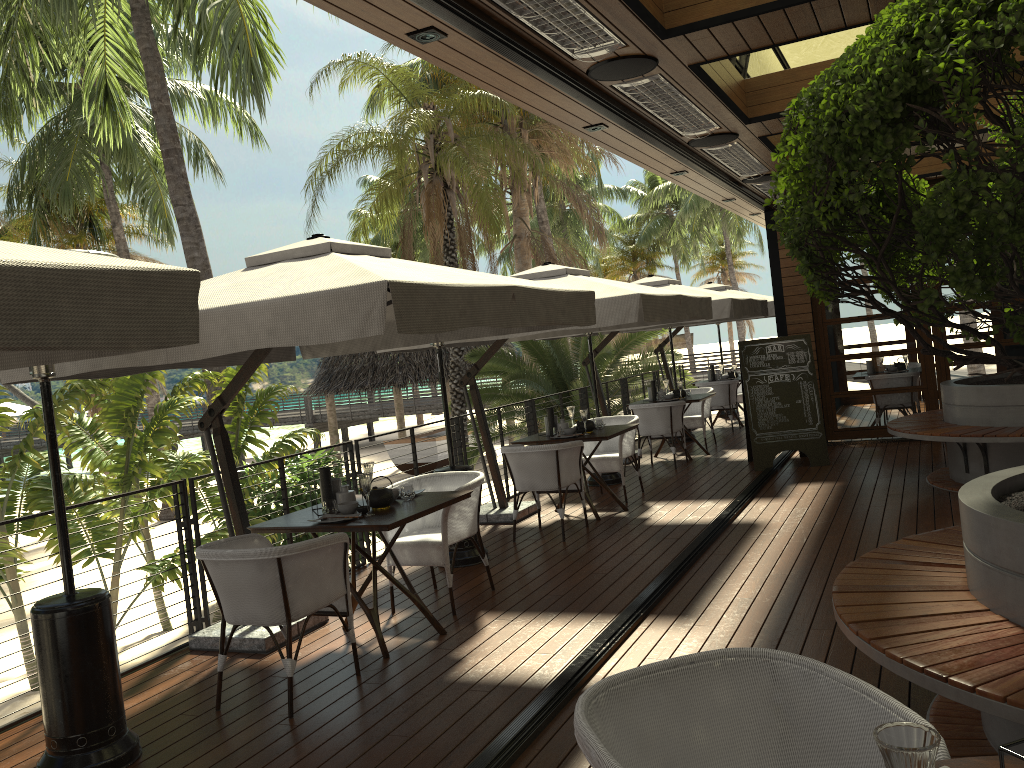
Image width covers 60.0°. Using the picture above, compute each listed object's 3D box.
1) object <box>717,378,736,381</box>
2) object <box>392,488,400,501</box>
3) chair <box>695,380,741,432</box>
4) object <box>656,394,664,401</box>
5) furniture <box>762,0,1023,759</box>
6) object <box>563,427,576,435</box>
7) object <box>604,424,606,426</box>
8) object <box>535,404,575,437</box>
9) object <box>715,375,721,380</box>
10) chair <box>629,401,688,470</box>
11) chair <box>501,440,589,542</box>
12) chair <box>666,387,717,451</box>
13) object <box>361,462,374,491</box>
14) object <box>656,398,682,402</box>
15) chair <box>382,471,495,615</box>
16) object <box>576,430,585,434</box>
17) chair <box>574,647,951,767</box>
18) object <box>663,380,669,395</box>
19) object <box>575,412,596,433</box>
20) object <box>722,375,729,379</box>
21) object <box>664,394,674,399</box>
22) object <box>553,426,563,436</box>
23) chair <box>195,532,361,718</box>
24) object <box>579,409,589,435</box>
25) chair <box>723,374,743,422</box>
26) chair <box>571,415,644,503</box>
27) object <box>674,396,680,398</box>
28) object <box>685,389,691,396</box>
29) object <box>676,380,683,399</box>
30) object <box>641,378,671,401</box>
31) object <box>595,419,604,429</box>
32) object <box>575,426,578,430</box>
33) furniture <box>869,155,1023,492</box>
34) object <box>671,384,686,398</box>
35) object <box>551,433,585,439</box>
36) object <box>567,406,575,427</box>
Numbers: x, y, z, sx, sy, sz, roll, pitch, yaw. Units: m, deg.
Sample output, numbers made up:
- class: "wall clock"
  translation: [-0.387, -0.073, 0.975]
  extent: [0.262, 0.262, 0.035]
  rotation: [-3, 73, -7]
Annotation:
- class: "object"
  translation: [3.368, -0.070, 13.918]
  extent: [0.294, 0.025, 0.170]
  rotation: [-5, 2, 25]
- class: "object"
  translation: [-0.717, 0.658, 5.223]
  extent: [0.116, 0.065, 0.116]
  rotation: [-6, 2, 24]
- class: "chair"
  translation: [3.165, 0.336, 13.553]
  extent: [0.627, 0.788, 0.617]
  rotation: [-6, 1, 26]
- class: "object"
  translation: [1.840, 0.167, 11.023]
  extent: [0.086, 0.086, 0.086]
  rotation: [-6, 2, 30]
- class: "furniture"
  translation: [2.238, -0.150, 2.767]
  extent: [2.614, 2.722, 2.697]
  rotation: [-6, 1, 16]
- class: "object"
  translation: [0.521, 0.429, 7.938]
  extent: [0.116, 0.065, 0.116]
  rotation: [-6, 2, 24]
- class: "object"
  translation: [0.732, 0.409, 8.434]
  extent: [0.294, 0.025, 0.170]
  rotation: [-5, 2, 25]
- class: "object"
  translation: [0.398, 0.334, 8.186]
  extent: [0.263, 0.264, 0.263]
  rotation: [-7, 1, -20]
- class: "object"
  translation: [3.281, -0.097, 14.108]
  extent: [0.086, 0.086, 0.086]
  rotation: [-6, 2, 30]
- class: "chair"
  translation: [1.748, 0.596, 10.518]
  extent: [0.627, 0.788, 0.617]
  rotation: [-6, 1, 26]
- class: "chair"
  translation: [0.274, 0.866, 7.363]
  extent: [0.627, 0.788, 0.617]
  rotation: [-6, 1, 26]
- class: "chair"
  translation: [2.426, 0.473, 11.913]
  extent: [0.627, 0.788, 0.617]
  rotation: [-6, 1, 26]
- class: "object"
  translation: [-0.856, 0.585, 5.332]
  extent: [0.082, 0.227, 0.082]
  rotation: [-6, 1, 26]
- class: "object"
  translation: [1.928, 0.195, 10.833]
  extent: [0.294, 0.025, 0.170]
  rotation: [-5, 2, 25]
- class: "chair"
  translation: [-0.465, 1.004, 5.720]
  extent: [0.627, 0.788, 0.617]
  rotation: [-6, 1, 26]
- class: "object"
  translation: [0.611, 0.431, 7.897]
  extent: [0.080, 0.042, 0.080]
  rotation: [-7, 2, -13]
- class: "chair"
  translation: [0.490, 1.029, 1.781]
  extent: [0.628, 0.788, 0.616]
  rotation: [-7, 1, -19]
- class: "object"
  translation: [1.995, 0.062, 11.436]
  extent: [0.082, 0.227, 0.082]
  rotation: [-6, 1, 26]
- class: "object"
  translation: [0.673, 0.350, 8.056]
  extent: [0.163, 0.179, 0.168]
  rotation: [-6, 1, 27]
- class: "object"
  translation: [3.389, -0.098, 14.080]
  extent: [0.116, 0.065, 0.116]
  rotation: [-5, 2, 29]
- class: "object"
  translation: [1.948, 0.167, 10.995]
  extent: [0.116, 0.065, 0.116]
  rotation: [-5, 2, 29]
- class: "object"
  translation: [0.413, 0.429, 7.966]
  extent: [0.086, 0.086, 0.086]
  rotation: [-6, 2, 30]
- class: "chair"
  translation: [-1.144, 1.126, 4.326]
  extent: [0.627, 0.788, 0.617]
  rotation: [-6, 1, 26]
- class: "object"
  translation: [0.643, 0.334, 7.827]
  extent: [0.082, 0.227, 0.082]
  rotation: [-6, 1, 14]
- class: "chair"
  translation: [3.864, 0.210, 14.991]
  extent: [0.627, 0.788, 0.617]
  rotation: [-6, 1, 26]
- class: "chair"
  translation: [0.978, 0.739, 8.810]
  extent: [0.627, 0.788, 0.617]
  rotation: [-6, 1, 26]
- class: "object"
  translation: [2.039, 0.170, 10.954]
  extent: [0.080, 0.042, 0.080]
  rotation: [-6, 2, 17]
- class: "object"
  translation: [2.239, 0.113, 11.295]
  extent: [0.086, 0.086, 0.086]
  rotation: [-6, 2, 30]
- class: "object"
  translation: [2.070, 0.072, 10.884]
  extent: [0.082, 0.227, 0.082]
  rotation: [-6, 1, 26]
- class: "object"
  translation: [1.826, 0.073, 11.243]
  extent: [0.263, 0.264, 0.263]
  rotation: [-7, 1, -20]
- class: "object"
  translation: [0.812, 0.375, 8.238]
  extent: [0.086, 0.086, 0.086]
  rotation: [-6, 2, 30]
- class: "object"
  translation: [0.617, 0.417, 8.312]
  extent: [0.080, 0.042, 0.080]
  rotation: [-7, 2, -13]
- class: "furniture"
  translation: [4.489, -0.558, 7.425]
  extent: [2.570, 2.722, 2.719]
  rotation: [-7, 1, -10]
- class: "object"
  translation: [2.099, 0.088, 11.116]
  extent: [0.168, 0.179, 0.163]
  rotation: [-6, 1, 23]
- class: "object"
  translation: [0.500, 0.457, 7.776]
  extent: [0.294, 0.025, 0.170]
  rotation: [-5, 2, 25]
- class: "object"
  translation: [0.567, 0.324, 8.379]
  extent: [0.082, 0.227, 0.082]
  rotation: [-6, 1, 26]
